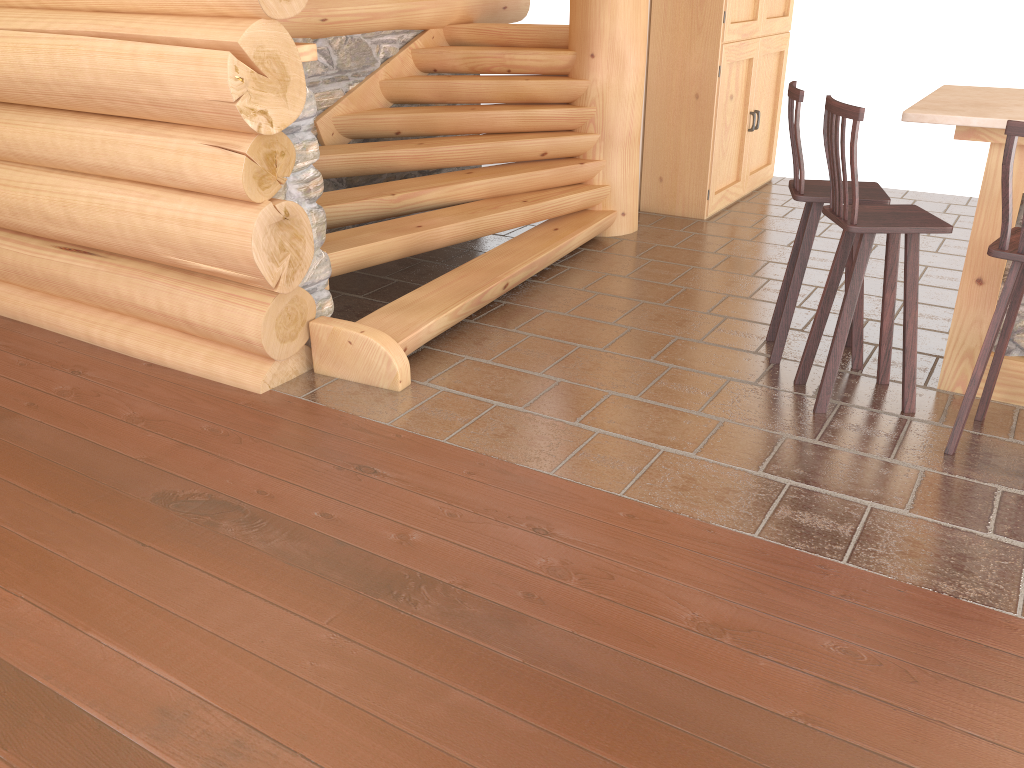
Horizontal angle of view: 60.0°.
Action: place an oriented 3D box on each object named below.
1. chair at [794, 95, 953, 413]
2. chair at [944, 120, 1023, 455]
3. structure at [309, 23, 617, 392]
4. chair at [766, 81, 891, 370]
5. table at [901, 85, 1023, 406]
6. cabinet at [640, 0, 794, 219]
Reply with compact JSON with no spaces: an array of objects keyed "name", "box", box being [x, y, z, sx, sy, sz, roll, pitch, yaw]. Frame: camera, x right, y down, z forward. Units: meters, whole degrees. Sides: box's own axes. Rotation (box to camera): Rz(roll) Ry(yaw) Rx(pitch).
[{"name":"chair","box":[1.551,-0.539,3.842,0.504,1.319,0.406,0,25,0]},{"name":"chair","box":[2.024,-0.332,3.390,0.406,1.319,0.504,20,32,37]},{"name":"structure","box":[-0.629,-1.557,5.697,1.951,1.643,3.604,11,27,23]},{"name":"chair","box":[1.526,-0.756,4.315,0.504,1.319,0.406,5,25,11]},{"name":"table","box":[3.323,-0.437,3.683,3.220,1.257,1.196,14,28,29]},{"name":"cabinet","box":[1.793,-2.793,7.442,0.670,2.403,1.847,14,28,29]}]
